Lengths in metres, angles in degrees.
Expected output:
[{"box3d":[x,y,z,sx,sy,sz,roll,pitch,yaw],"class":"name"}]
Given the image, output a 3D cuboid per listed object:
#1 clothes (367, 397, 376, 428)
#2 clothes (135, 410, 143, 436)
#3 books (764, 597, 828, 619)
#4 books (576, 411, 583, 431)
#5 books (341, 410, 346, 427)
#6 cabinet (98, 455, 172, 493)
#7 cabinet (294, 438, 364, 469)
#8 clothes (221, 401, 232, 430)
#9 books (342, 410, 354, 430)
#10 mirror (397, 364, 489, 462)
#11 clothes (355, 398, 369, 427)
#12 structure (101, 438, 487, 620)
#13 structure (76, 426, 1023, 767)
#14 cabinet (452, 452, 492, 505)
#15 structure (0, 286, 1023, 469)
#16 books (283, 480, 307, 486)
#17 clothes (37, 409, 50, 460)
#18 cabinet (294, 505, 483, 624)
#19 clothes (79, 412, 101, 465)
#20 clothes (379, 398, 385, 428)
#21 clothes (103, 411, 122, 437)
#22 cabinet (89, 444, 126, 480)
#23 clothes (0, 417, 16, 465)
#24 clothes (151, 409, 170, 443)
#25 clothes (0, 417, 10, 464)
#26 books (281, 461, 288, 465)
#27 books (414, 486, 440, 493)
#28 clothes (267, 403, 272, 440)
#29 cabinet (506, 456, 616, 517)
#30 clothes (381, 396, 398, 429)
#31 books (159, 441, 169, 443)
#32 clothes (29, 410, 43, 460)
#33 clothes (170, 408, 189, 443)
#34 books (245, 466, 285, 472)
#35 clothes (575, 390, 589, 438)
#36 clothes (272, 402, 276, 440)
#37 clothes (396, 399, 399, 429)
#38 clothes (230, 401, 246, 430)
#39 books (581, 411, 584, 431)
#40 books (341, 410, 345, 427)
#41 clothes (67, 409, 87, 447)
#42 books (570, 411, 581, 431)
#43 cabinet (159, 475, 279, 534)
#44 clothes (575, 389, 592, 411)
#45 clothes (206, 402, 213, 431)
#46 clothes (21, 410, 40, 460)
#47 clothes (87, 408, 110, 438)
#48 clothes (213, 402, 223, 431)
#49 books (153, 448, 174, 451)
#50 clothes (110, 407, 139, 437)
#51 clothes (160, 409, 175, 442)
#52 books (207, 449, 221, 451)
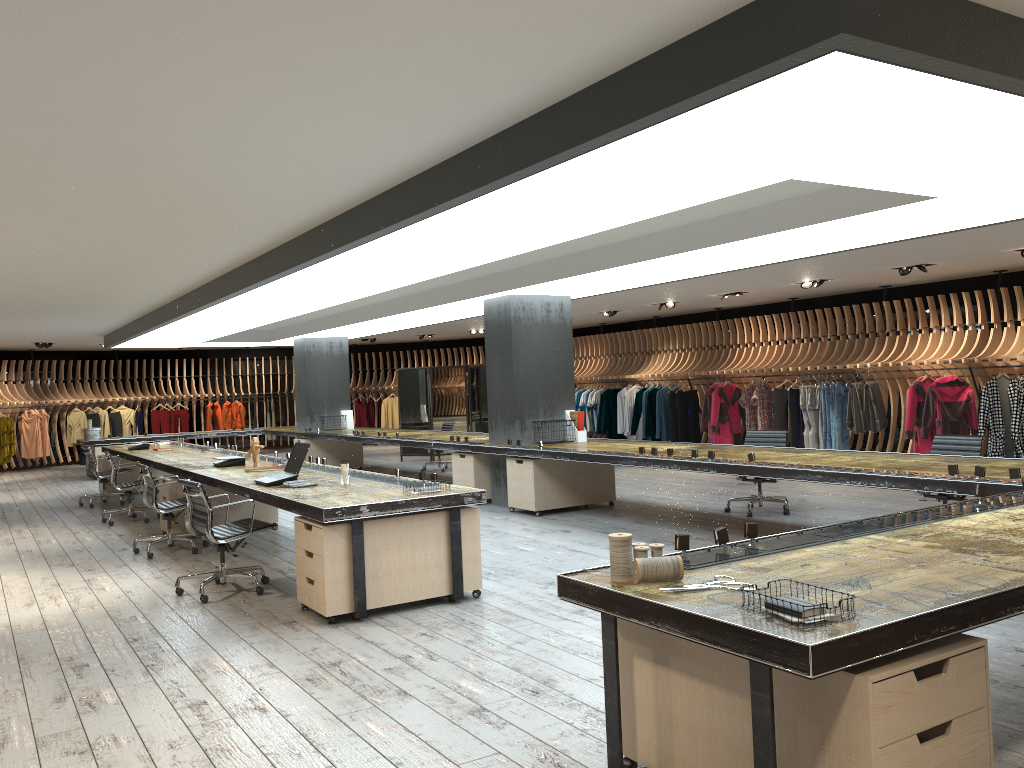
[{"box3d":[-3.762,0.918,23.627,0.127,1.129,0.443,-2,-1,-40],"class":"clothes"},{"box3d":[-9.222,1.312,21.931,0.087,1.353,0.539,-2,-1,-7],"class":"clothes"},{"box3d":[0.850,0.665,2.652,0.110,0.025,0.155,-2,0,-27],"class":"books"},{"box3d":[0.785,0.515,10.768,0.048,0.368,0.215,-2,-1,-32],"class":"books"},{"box3d":[-3.184,0.694,17.154,0.215,0.368,0.075,-2,-1,-32],"class":"books"},{"box3d":[-5.956,1.419,14.164,1.132,0.630,0.593,-2,-1,-32],"class":"cabinet"},{"box3d":[-3.413,1.312,16.541,1.132,0.630,0.593,-2,-1,-32],"class":"cabinet"},{"box3d":[-7.432,0.897,23.115,0.201,0.881,0.839,-2,-1,-2],"class":"clothes"},{"box3d":[-3.169,0.693,17.131,0.215,0.368,0.073,-2,-1,-32],"class":"books"},{"box3d":[-1.282,0.588,17.817,2.111,1.892,0.443,-3,-1,9],"class":"mirror"},{"box3d":[-4.005,0.929,23.675,0.444,1.129,0.126,-2,-1,-35],"class":"clothes"},{"box3d":[-3.398,1.199,10.214,1.162,0.844,10.446,-2,0,-32],"class":"structure"},{"box3d":[-1.724,1.128,10.998,4.837,0.844,18.466,-2,0,-32],"class":"structure"},{"box3d":[-0.130,1.167,11.457,1.132,0.630,0.593,-2,-1,-32],"class":"cabinet"},{"box3d":[0.933,0.146,7.897,14.886,2.440,36.536,-2,0,-32],"class":"structure"},{"box3d":[-1.697,0.769,6.891,0.112,0.027,0.186,-3,0,43],"class":"books"},{"box3d":[-10.636,1.145,20.050,0.447,1.156,0.125,-3,-1,23],"class":"clothes"},{"box3d":[-0.848,1.194,6.107,1.132,0.630,0.593,-2,-1,-32],"class":"cabinet"},{"box3d":[-10.010,1.349,21.034,0.539,1.353,0.087,-2,-1,3],"class":"clothes"},{"box3d":[-3.426,0.904,23.563,0.126,1.129,0.444,-3,-1,20],"class":"clothes"},{"box3d":[-9.685,1.335,21.435,0.539,1.353,0.087,-2,-1,-7],"class":"clothes"},{"box3d":[-7.897,1.504,17.313,0.593,0.630,1.131,-2,0,-32],"class":"cabinet"},{"box3d":[-11.022,1.225,19.060,0.664,1.045,0.168,-2,-1,-1],"class":"clothes"},{"box3d":[-8.817,1.303,22.272,0.551,1.338,0.093,-3,-1,13],"class":"clothes"},{"box3d":[-11.067,1.226,18.883,0.664,1.045,0.168,-2,-1,-1],"class":"clothes"},{"box3d":[-2.271,0.803,9.059,0.155,0.025,0.110,-2,0,-37],"class":"books"},{"box3d":[-0.584,0.729,6.138,0.155,0.025,0.110,-2,0,-37],"class":"books"},{"box3d":[-6.438,0.981,23.474,0.096,0.989,0.465,-2,-1,-20],"class":"clothes"},{"box3d":[0.580,1.136,10.306,1.132,0.630,0.593,-2,-1,-32],"class":"cabinet"},{"box3d":[-3.126,0.850,23.496,0.777,1.053,0.151,-2,-1,-31],"class":"clothes"},{"box3d":[-5.738,0.956,14.666,0.155,0.025,0.110,-2,0,-37],"class":"books"},{"box3d":[-10.712,1.149,19.904,0.447,1.156,0.125,-3,-1,28],"class":"clothes"},{"box3d":[-8.447,1.288,22.538,0.551,1.338,0.093,-3,-1,8],"class":"clothes"},{"box3d":[-2.366,0.813,8.507,0.366,0.026,0.213,-2,0,-21],"class":"books"},{"box3d":[1.482,0.846,19.607,0.203,1.435,0.677,-3,-1,43],"class":"clothes"},{"box3d":[-6.324,0.976,23.513,0.096,0.989,0.465,-2,-1,-15],"class":"clothes"},{"box3d":[-2.911,0.840,23.446,0.151,1.053,0.777,-3,-1,9],"class":"clothes"},{"box3d":[-7.200,0.887,23.198,0.839,0.881,0.201,-3,-1,38],"class":"clothes"},{"box3d":[0.804,0.514,10.779,0.048,0.368,0.215,-2,-1,-32],"class":"books"},{"box3d":[-3.206,0.695,17.190,0.215,0.368,0.047,-2,-1,-32],"class":"books"},{"box3d":[-10.209,1.031,20.786,0.704,0.890,0.250,-3,-1,19],"class":"clothes"},{"box3d":[0.767,0.516,10.756,0.048,0.368,0.215,-2,-1,-32],"class":"books"},{"box3d":[-3.220,1.299,9.738,1.132,0.630,0.593,-2,-1,-32],"class":"cabinet"},{"box3d":[1.662,0.573,19.317,0.743,0.931,0.158,-2,-1,-8],"class":"clothes"},{"box3d":[-7.822,0.914,22.915,0.201,0.881,0.839,-2,-1,-17],"class":"clothes"},{"box3d":[-10.759,1.151,19.797,0.447,1.156,0.125,-2,-1,3],"class":"clothes"},{"box3d":[-9.905,1.018,21.220,0.704,0.890,0.250,-3,-1,9],"class":"clothes"},{"box3d":[-7.642,0.906,23.066,0.201,0.881,0.839,-2,-1,-27],"class":"clothes"},{"box3d":[-4.944,0.927,12.571,0.213,0.026,0.365,-2,0,-31],"class":"books"},{"box3d":[-9.500,0.999,21.661,0.705,0.890,0.250,-2,-1,-11],"class":"clothes"},{"box3d":[-8.684,1.298,22.372,0.551,1.338,0.093,-3,-1,28],"class":"clothes"},{"box3d":[-3.959,0.878,11.797,0.155,0.025,0.110,-2,0,-37],"class":"books"}]
